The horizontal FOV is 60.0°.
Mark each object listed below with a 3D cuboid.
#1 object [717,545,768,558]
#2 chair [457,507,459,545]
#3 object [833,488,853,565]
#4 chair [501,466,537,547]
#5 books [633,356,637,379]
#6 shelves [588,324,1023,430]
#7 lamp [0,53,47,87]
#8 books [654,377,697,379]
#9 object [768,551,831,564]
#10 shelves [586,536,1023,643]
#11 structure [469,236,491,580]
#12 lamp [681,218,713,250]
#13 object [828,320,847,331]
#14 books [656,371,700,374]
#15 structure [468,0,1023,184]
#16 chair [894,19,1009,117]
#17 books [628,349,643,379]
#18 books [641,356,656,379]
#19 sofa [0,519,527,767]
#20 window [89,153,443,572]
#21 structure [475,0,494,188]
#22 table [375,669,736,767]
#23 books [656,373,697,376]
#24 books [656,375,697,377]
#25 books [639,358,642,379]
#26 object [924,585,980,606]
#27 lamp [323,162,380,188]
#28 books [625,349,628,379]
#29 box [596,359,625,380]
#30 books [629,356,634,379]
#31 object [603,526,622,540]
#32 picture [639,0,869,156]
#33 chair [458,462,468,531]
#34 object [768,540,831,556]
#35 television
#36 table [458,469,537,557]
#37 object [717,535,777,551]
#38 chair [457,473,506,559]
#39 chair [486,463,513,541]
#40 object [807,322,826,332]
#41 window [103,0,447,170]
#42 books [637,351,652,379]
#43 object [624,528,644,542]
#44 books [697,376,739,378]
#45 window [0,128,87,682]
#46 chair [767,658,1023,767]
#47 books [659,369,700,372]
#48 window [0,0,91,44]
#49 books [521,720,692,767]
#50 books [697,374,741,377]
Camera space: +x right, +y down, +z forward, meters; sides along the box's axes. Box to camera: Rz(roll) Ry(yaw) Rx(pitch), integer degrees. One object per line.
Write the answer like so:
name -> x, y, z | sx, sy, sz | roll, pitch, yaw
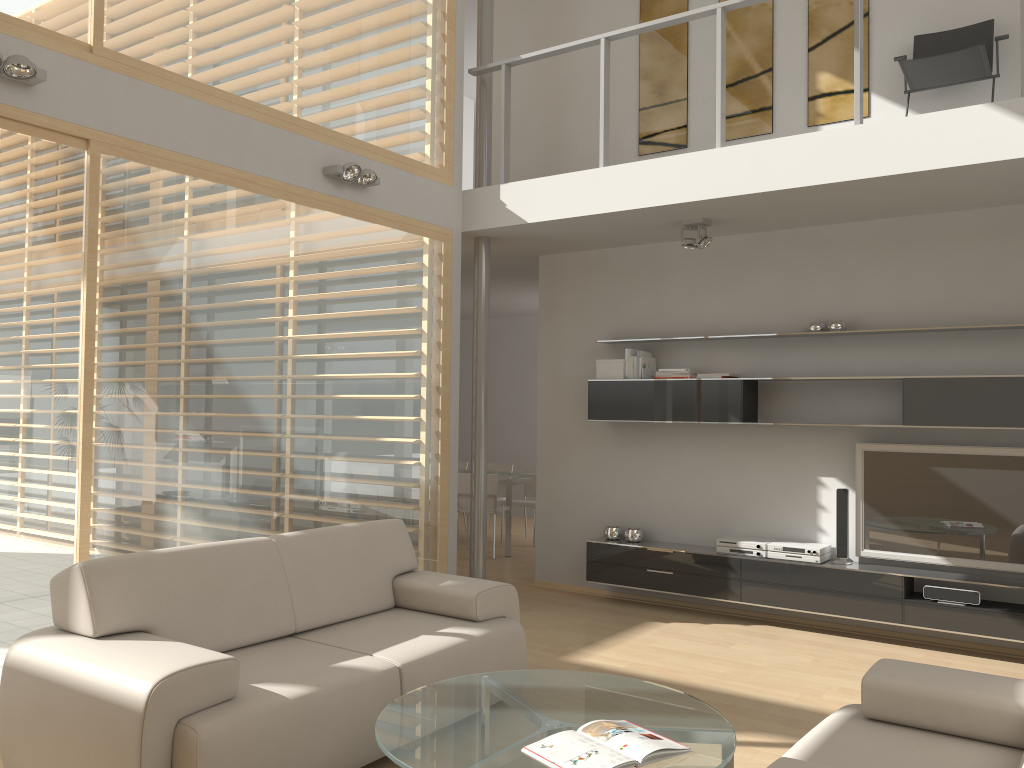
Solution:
object -> 1.608, 1.139, 6.078 | 0.349, 0.049, 0.262 | 0, -2, 35
chair -> -0.861, 1.282, 9.218 | 0.455, 0.807, 0.501 | 0, -2, 30
object -> 2.147, 0.919, 5.754 | 0.111, 0.483, 0.116 | 0, -2, 31
chair -> 0.204, 1.307, 9.603 | 0.455, 0.807, 0.501 | 0, -2, 35
books -> 0.968, -0.115, 6.592 | 0.027, 0.169, 0.230 | 0, -2, 35
shelves -> 2.393, 0.115, 5.570 | 4.236, 0.914, 0.300 | 0, -2, 35
lamp -> -2.129, -1.335, 3.683 | 0.182, 0.080, 0.360 | 0, -2, 35
books -> 1.203, -0.040, 6.387 | 0.297, 0.013, 0.210 | 0, -2, 35
object -> 1.903, 1.137, 5.880 | 0.349, 0.049, 0.250 | 0, -2, 35
shelves -> 2.377, 1.313, 5.534 | 4.236, 0.312, 0.300 | 0, -2, 35
structure -> -0.237, 0.264, 6.542 | 0.121, 2.700, 0.122 | 0, -2, 23
lamp -> 1.229, -0.989, 5.904 | 0.214, 0.195, 0.150 | 0, -2, 35
object -> 2.133, -0.379, 5.816 | 0.115, 0.081, 0.115 | 0, -2, 16
books -> 1.196, -0.080, 6.388 | 0.254, 0.015, 0.190 | -1, -2, 36
structure -> 1.912, -1.858, 4.930 | 5.400, 0.900, 0.080 | 0, -2, 35
chair -> 2.606, -1.800, 5.304 | 0.628, 0.825, 0.537 | 0, -2, 35
books -> 0.927, -0.143, 6.621 | 0.017, 0.227, 0.230 | 0, -2, 35
books -> 1.014, -0.115, 6.562 | 0.023, 0.169, 0.230 | 0, -2, 35
sofa -> -0.898, 1.099, 3.834 | 1.168, 0.846, 2.093 | 0, -2, 35
window -> -1.226, 0.209, 5.145 | 0.020, 2.500, 2.525 | 0, -2, 35
structure -> -0.200, -2.584, 6.629 | 0.121, 2.400, 0.122 | 0, -2, 23
table -> 0.140, 1.327, 3.002 | 1.198, 0.370, 1.198 | 2, -2, -38
books -> 1.192, -0.065, 6.395 | 0.254, 0.015, 0.190 | 0, -2, 31
books -> 1.200, -0.052, 6.390 | 0.268, 0.011, 0.190 | -1, -2, 36
books -> 0.994, -0.109, 6.560 | 0.009, 0.156, 0.207 | 0, -2, 35
object -> 2.614, 1.256, 5.263 | 0.300, 0.092, 0.085 | 0, -2, 35
lamp -> -0.950, -1.261, 5.377 | 0.183, 0.110, 0.360 | 0, -2, 35
books -> 0.908, -0.143, 6.626 | 0.017, 0.227, 0.230 | 0, -2, 35
box -> 0.789, -0.104, 6.673 | 0.232, 0.149, 0.232 | 0, -2, 35
books -> 0.940, -0.115, 6.601 | 0.027, 0.169, 0.230 | 0, -2, 35
object -> 0.762, 1.126, 6.704 | 0.143, 0.091, 0.143 | 1, -2, -23
picture -> 1.676, -2.656, 6.356 | 1.684, 1.800, 0.010 | 0, -2, 35
chair -> -0.837, 1.316, 10.357 | 0.455, 0.807, 0.501 | 0, -2, 35
object -> 1.901, 1.088, 5.877 | 0.349, 0.049, 0.262 | 0, -2, 35
television -> 2.749, 0.744, 5.423 | 1.224, 0.735, 0.096 | 0, -2, 35
table -> -0.651, 1.326, 9.613 | 2.199, 0.746, 0.900 | 0, -2, 35
object -> 1.609, 1.090, 6.080 | 0.349, 0.049, 0.262 | 0, -2, 35
chair -> -0.305, 1.275, 8.781 | 0.455, 0.807, 0.501 | 0, -2, 15
chair -> -0.304, 1.312, 9.998 | 0.455, 0.807, 0.501 | 0, -2, 35
object -> 2.037, -0.377, 5.935 | 0.115, 0.081, 0.115 | 0, -2, 16
window -> -1.189, -2.640, 5.231 | 0.020, 2.200, 2.525 | 0, -2, 35
books -> 0.981, -0.135, 6.569 | 0.021, 0.210, 0.207 | 0, -2, 35
object -> 0.908, 1.125, 6.603 | 0.143, 0.091, 0.143 | 1, -2, -23
books -> 1.447, -0.042, 6.234 | 0.190, 0.015, 0.254 | -1, -2, 41
window -> -2.717, 0.126, 3.047 | 0.020, 2.500, 2.525 | 0, -2, 35
chair -> 1.256, 1.081, 2.322 | 1.165, 0.846, 1.562 | 0, -2, 35
books -> 1.207, -0.096, 6.397 | 0.227, 0.017, 0.230 | 0, -2, 30
window -> -2.680, -2.723, 3.133 | 0.020, 2.200, 2.525 | 0, -2, 35
books -> 0.293, 1.118, 2.743 | 0.440, 0.037, 0.297 | 2, -2, -35
books -> 1.455, -0.059, 6.224 | 0.230, 0.017, 0.227 | 0, -2, 35
